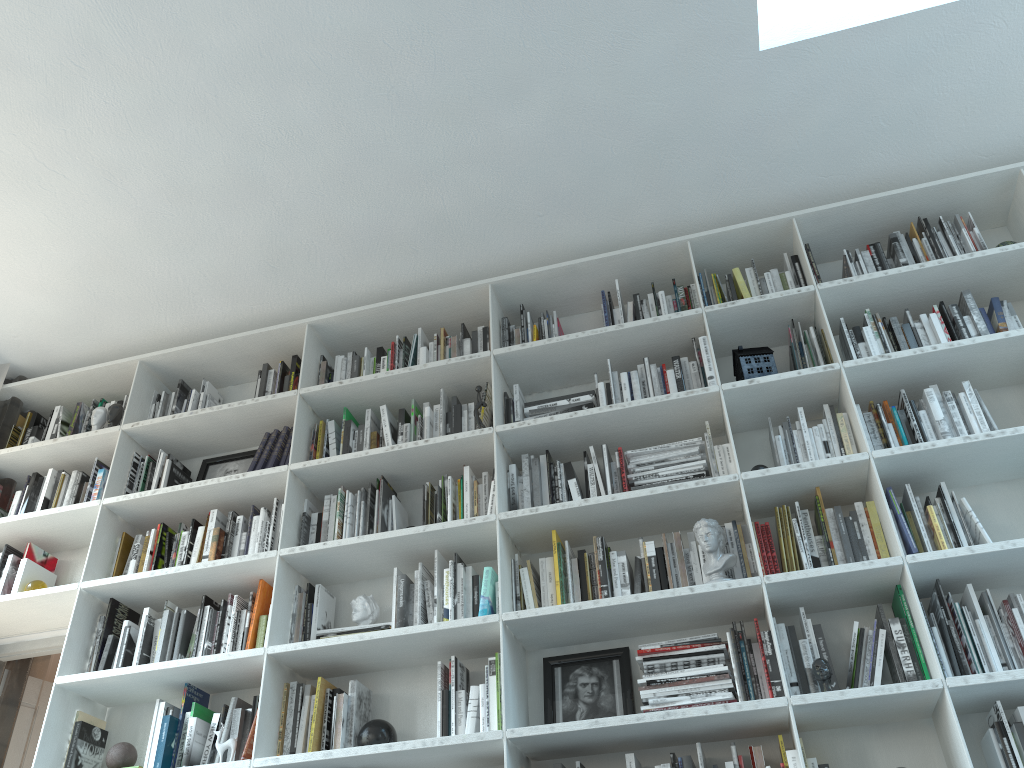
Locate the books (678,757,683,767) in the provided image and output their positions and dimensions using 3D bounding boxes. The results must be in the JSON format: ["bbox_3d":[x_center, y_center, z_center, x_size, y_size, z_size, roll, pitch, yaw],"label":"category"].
[{"bbox_3d":[0.524,1.258,2.612,0.010,0.260,0.182,-11,-37,11],"label":"books"}]

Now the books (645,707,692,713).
[{"bbox_3d":[0.561,1.035,2.758,0.285,0.012,0.160,-8,-37,7],"label":"books"}]

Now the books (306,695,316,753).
[{"bbox_3d":[-0.656,1.206,3.051,0.025,0.226,0.153,-11,-37,11],"label":"books"}]

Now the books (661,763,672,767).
[{"bbox_3d":[0.480,1.268,2.611,0.026,0.244,0.192,-11,-37,11],"label":"books"}]

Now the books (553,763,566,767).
[{"bbox_3d":[0.164,1.328,2.709,0.027,0.289,0.141,-11,-37,11],"label":"books"}]

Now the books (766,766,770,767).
[{"bbox_3d":[0.772,1.223,2.540,0.042,0.211,0.170,-11,-37,11],"label":"books"}]

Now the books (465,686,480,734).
[{"bbox_3d":[-0.110,1.113,2.927,0.057,0.187,0.157,-11,-37,11],"label":"books"}]

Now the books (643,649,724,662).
[{"bbox_3d":[0.555,0.901,2.859,0.254,0.012,0.162,-9,-37,8],"label":"books"}]

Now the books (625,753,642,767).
[{"bbox_3d":[0.380,1.276,2.652,0.026,0.290,0.152,-11,-37,11],"label":"books"}]

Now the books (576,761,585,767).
[{"bbox_3d":[0.226,1.303,2.672,0.013,0.280,0.167,-11,-37,11],"label":"books"}]

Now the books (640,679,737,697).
[{"bbox_3d":[0.560,0.982,2.806,0.285,0.012,0.160,-12,-37,13],"label":"books"}]

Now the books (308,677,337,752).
[{"bbox_3d":[-0.637,1.171,3.043,0.026,0.273,0.191,-11,-37,11],"label":"books"}]

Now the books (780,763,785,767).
[{"bbox_3d":[0.798,1.217,2.537,0.011,0.215,0.167,-11,-37,11],"label":"books"}]

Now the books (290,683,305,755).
[{"bbox_3d":[-0.715,1.201,3.079,0.026,0.273,0.155,-11,-37,11],"label":"books"}]

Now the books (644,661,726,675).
[{"bbox_3d":[0.557,0.932,2.839,0.254,0.012,0.162,-9,-37,9],"label":"books"}]

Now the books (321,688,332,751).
[{"bbox_3d":[-0.612,1.191,3.046,0.014,0.242,0.153,-11,-37,11],"label":"books"}]

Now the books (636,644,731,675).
[{"bbox_3d":[0.555,0.894,2.869,0.285,0.012,0.160,-12,-37,13],"label":"books"}]

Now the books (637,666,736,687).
[{"bbox_3d":[0.557,0.949,2.821,0.285,0.012,0.160,-14,-38,15],"label":"books"}]

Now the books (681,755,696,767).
[{"bbox_3d":[0.540,1.249,2.604,0.028,0.263,0.162,-11,-37,11],"label":"books"}]

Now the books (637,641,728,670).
[{"bbox_3d":[0.553,0.880,2.871,0.285,0.012,0.160,-8,-37,7],"label":"books"}]

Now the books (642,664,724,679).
[{"bbox_3d":[0.558,0.942,2.832,0.254,0.012,0.161,-13,-37,13],"label":"books"}]

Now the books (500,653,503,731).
[{"bbox_3d":[-0.005,1.051,2.928,0.021,0.280,0.163,-11,-37,11],"label":"books"}]

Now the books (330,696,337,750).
[{"bbox_3d":[-0.573,1.195,3.025,0.011,0.206,0.181,-11,-37,11],"label":"books"}]

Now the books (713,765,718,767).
[{"bbox_3d":[0.619,1.254,2.591,0.014,0.233,0.155,-11,-37,11],"label":"books"}]

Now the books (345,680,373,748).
[{"bbox_3d":[-0.526,1.170,3.042,0.028,0.264,0.145,-11,-37,11],"label":"books"}]

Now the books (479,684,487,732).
[{"bbox_3d":[-0.070,1.108,2.923,0.024,0.187,0.173,-11,-37,11],"label":"books"}]

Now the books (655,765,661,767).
[{"bbox_3d":[0.463,1.285,2.639,0.025,0.253,0.137,-11,-37,11],"label":"books"}]

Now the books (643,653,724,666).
[{"bbox_3d":[0.556,0.912,2.853,0.254,0.012,0.161,-9,-37,9],"label":"books"}]

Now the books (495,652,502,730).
[{"bbox_3d":[-0.021,1.053,2.928,0.011,0.277,0.188,-11,-37,11],"label":"books"}]

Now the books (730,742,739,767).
[{"bbox_3d":[0.677,1.218,2.596,0.014,0.292,0.138,-11,-37,11],"label":"books"}]

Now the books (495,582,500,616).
[{"bbox_3d":[-0.024,0.808,3.129,0.027,0.180,0.142,-11,-37,11],"label":"books"}]

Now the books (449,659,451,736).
[{"bbox_3d":[-0.182,1.092,2.981,0.011,0.290,0.156,-11,-37,11],"label":"books"}]

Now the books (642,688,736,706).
[{"bbox_3d":[0.562,1.004,2.796,0.285,0.012,0.160,-11,-37,11],"label":"books"}]

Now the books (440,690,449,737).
[{"bbox_3d":[-0.201,1.132,2.944,0.025,0.185,0.154,-11,-37,11],"label":"books"}]

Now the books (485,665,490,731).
[{"bbox_3d":[-0.057,1.076,2.927,0.012,0.243,0.172,-11,-37,11],"label":"books"}]

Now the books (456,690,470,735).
[{"bbox_3d":[-0.148,1.132,2.945,0.030,0.181,0.155,-11,-37,11],"label":"books"}]

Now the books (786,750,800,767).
[{"bbox_3d":[0.828,1.196,2.536,0.033,0.245,0.177,-11,-37,11],"label":"books"}]

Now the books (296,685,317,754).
[{"bbox_3d":[-0.687,1.196,3.064,0.036,0.262,0.167,-11,-37,11],"label":"books"}]

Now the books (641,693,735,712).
[{"bbox_3d":[0.560,1.016,2.772,0.285,0.012,0.160,-14,-38,15],"label":"books"}]

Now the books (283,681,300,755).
[{"bbox_3d":[-0.741,1.199,3.083,0.025,0.283,0.146,-11,-37,11],"label":"books"}]

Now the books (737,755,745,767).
[{"bbox_3d":[0.693,1.235,2.588,0.014,0.254,0.146,-11,-37,11],"label":"books"}]

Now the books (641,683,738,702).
[{"bbox_3d":[0.561,0.993,2.801,0.285,0.012,0.160,-12,-37,12],"label":"books"}]

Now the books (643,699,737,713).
[{"bbox_3d":[0.563,1.031,2.773,0.285,0.012,0.160,-10,-37,10],"label":"books"}]

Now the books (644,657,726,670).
[{"bbox_3d":[0.556,0.921,2.845,0.254,0.012,0.162,-9,-37,8],"label":"books"}]

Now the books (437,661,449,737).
[{"bbox_3d":[-0.220,1.098,2.980,0.012,0.283,0.160,-11,-37,11],"label":"books"}]

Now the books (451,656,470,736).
[{"bbox_3d":[-0.172,1.086,2.978,0.012,0.296,0.167,-11,-37,11],"label":"books"}]

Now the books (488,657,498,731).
[{"bbox_3d":[-0.037,1.066,2.936,0.027,0.268,0.179,-11,-37,11],"label":"books"}]

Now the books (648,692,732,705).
[{"bbox_3d":[0.559,1.006,2.780,0.254,0.012,0.162,-8,-37,7],"label":"books"}]

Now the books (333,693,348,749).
[{"bbox_3d":[-0.556,1.186,3.021,0.028,0.215,0.176,-11,-37,11],"label":"books"}]

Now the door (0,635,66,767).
[{"bbox_3d":[-1.836,2.102,3.521,0.834,1.969,0.790,-11,-37,11],"label":"door"}]

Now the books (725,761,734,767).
[{"bbox_3d":[0.657,1.239,2.573,0.023,0.233,0.175,-11,-37,11],"label":"books"}]

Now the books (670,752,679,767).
[{"bbox_3d":[0.505,1.262,2.638,0.014,0.284,0.135,-11,-37,11],"label":"books"}]

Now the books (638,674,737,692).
[{"bbox_3d":[0.557,0.968,2.807,0.285,0.012,0.160,-14,-38,15],"label":"books"}]

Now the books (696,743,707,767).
[{"bbox_3d":[0.580,1.231,2.609,0.012,0.295,0.178,-11,-37,11],"label":"books"}]

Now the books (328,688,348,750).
[{"bbox_3d":[-0.587,1.194,3.056,0.028,0.246,0.143,-11,-37,11],"label":"books"}]

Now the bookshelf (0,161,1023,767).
[{"bbox_3d":[0.611,0.791,2.843,6.299,3.123,0.332,-11,-37,11],"label":"bookshelf"}]

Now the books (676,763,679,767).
[{"bbox_3d":[0.516,1.270,2.620,0.011,0.250,0.159,-11,-37,11],"label":"books"}]

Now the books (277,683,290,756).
[{"bbox_3d":[-0.768,1.210,3.096,0.012,0.283,0.160,-11,-37,11],"label":"books"}]

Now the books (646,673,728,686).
[{"bbox_3d":[0.557,0.959,2.814,0.254,0.012,0.162,-8,-37,7],"label":"books"}]

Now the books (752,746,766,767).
[{"bbox_3d":[0.741,1.212,2.573,0.026,0.270,0.176,-11,-37,11],"label":"books"}]
